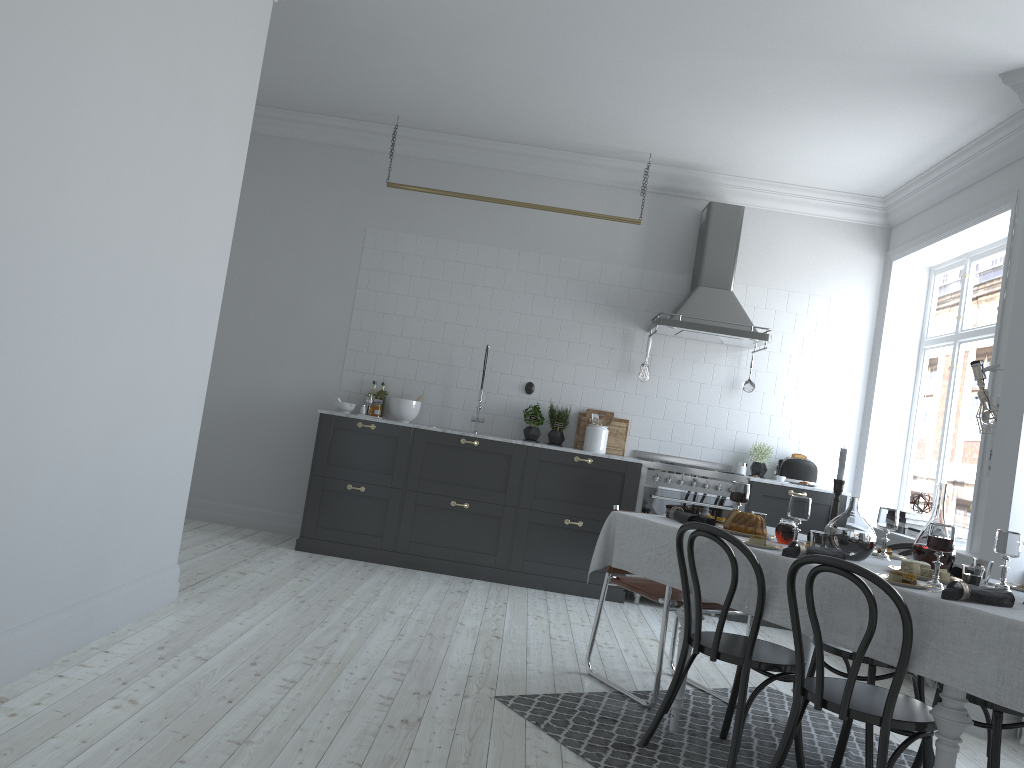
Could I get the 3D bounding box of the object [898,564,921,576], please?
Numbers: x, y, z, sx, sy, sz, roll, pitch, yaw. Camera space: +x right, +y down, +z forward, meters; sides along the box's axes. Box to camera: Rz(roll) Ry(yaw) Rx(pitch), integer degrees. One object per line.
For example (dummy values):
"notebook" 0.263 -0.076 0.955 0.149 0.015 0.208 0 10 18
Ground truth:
"object" 1.420 0.657 3.169 0.039 0.040 0.078 10 -3 -24

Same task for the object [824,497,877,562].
"object" 1.314 0.561 3.437 0.194 0.245 0.194 10 -2 -15

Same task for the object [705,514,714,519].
"object" 0.924 0.632 4.156 0.038 0.041 0.057 7 -3 35

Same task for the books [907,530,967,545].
"books" 2.690 0.967 5.590 0.254 0.019 0.337 9 -2 0

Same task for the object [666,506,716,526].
"object" 0.766 0.591 3.974 0.247 0.061 0.165 7 -3 41

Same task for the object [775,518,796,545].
"object" 1.145 0.617 3.700 0.091 0.101 0.091 11 -3 -43

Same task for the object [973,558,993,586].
"object" 1.735 0.696 3.277 0.066 0.094 0.066 8 -2 13

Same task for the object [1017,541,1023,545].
"object" 1.929 0.668 3.041 0.367 0.188 0.367 7 -3 43

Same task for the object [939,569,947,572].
"object" 1.550 0.691 3.240 0.039 0.040 0.077 10 -2 -19

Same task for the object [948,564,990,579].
"object" 1.770 0.729 3.496 0.165 0.061 0.247 7 -3 41

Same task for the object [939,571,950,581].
"object" 1.524 0.688 3.185 0.040 0.039 0.077 10 -3 -29

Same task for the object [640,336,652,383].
"object" 1.057 -0.199 6.954 0.074 0.381 0.076 10 -2 -18

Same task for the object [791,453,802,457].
"object" 2.227 0.597 6.917 0.107 0.110 0.010 9 -2 6

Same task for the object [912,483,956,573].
"object" 1.626 0.554 3.393 0.152 0.352 0.152 11 -3 -38

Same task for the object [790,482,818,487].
"object" 2.169 0.750 6.606 0.209 0.011 0.209 7 -3 39

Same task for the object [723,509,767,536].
"object" 1.008 0.603 3.831 0.191 0.105 0.164 8 -3 21

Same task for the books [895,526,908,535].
"books" 2.701 0.990 5.954 0.259 0.044 0.351 9 -2 3

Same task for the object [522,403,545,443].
"object" 0.163 0.298 6.945 0.172 0.311 0.179 8 -2 12

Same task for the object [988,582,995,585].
"object" 1.822 0.754 3.355 0.031 0.012 0.131 7 -3 44

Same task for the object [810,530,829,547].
"object" 1.170 0.612 3.395 0.066 0.094 0.066 9 -2 -10

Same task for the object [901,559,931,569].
"object" 1.470 0.672 3.234 0.100 0.056 0.056 8 -2 19

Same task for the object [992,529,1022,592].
"object" 1.797 0.644 3.229 0.083 0.215 0.083 9 -2 -3

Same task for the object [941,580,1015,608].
"object" 1.438 0.645 2.725 0.165 0.061 0.247 7 -3 41

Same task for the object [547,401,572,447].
"object" 0.359 0.299 6.927 0.196 0.367 0.186 11 -3 -44

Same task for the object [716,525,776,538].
"object" 1.011 0.645 3.835 0.251 0.018 0.251 9 -2 2

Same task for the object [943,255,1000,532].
"object" -8.380 -2.293 2.617 72.085 19.432 33.873 10 -3 -33

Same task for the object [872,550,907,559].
"object" 1.618 0.742 3.851 0.182 0.013 0.182 9 -2 2

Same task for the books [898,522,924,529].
"books" 2.698 0.952 5.967 0.259 0.031 0.328 9 -2 0

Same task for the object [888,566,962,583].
"object" 1.495 0.695 3.208 0.251 0.018 0.251 9 -2 2

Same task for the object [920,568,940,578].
"object" 1.477 0.677 3.151 0.077 0.040 0.040 8 -3 21

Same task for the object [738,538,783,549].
"object" 0.954 0.621 3.435 0.182 0.013 0.182 8 -2 16

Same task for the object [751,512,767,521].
"object" 1.104 0.626 3.986 0.066 0.094 0.066 9 -2 -10

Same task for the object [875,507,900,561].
"object" 1.569 0.628 3.718 0.083 0.215 0.083 9 -2 6

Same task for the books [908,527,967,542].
"books" 2.702 0.951 5.587 0.274 0.016 0.341 9 -2 3

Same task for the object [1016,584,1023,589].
"object" 1.922 0.754 3.316 0.039 0.040 0.078 10 -3 -24

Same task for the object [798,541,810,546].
"object" 1.186 0.652 3.590 0.031 0.031 0.167 7 -3 37

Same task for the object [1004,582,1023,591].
"object" 1.940 0.771 3.321 0.182 0.013 0.182 9 -2 2

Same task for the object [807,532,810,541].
"object" 1.445 0.699 4.015 0.165 0.061 0.247 7 -3 41

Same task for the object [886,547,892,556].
"object" 1.636 0.733 3.882 0.036 0.039 0.051 10 -3 -21

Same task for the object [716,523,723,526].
"object" 0.949 0.650 4.146 0.182 0.013 0.182 9 -2 2

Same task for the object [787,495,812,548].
"object" 1.118 0.547 3.472 0.083 0.215 0.083 9 -2 6

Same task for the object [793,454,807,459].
"object" 2.218 0.597 6.840 0.107 0.110 0.010 9 -2 6

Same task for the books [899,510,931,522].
"books" 2.715 0.889 5.971 0.259 0.038 0.325 9 -2 3

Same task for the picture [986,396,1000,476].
"picture" 2.732 0.290 4.904 0.003 0.457 0.311 9 -2 2

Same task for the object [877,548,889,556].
"object" 1.601 0.724 3.825 0.038 0.041 0.057 7 -3 43

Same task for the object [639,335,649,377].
"object" 1.060 -0.221 6.987 0.066 0.332 0.024 9 -2 6

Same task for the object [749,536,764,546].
"object" 0.945 0.606 3.426 0.057 0.037 0.021 9 -2 -8

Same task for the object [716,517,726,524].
"object" 0.974 0.640 4.132 0.036 0.039 0.051 7 -3 41

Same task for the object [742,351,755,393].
"object" 1.874 -0.095 6.957 0.101 0.331 0.030 8 -2 12

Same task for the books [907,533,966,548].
"books" 2.686 0.985 5.583 0.254 0.019 0.343 9 -2 2

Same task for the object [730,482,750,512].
"object" 1.029 0.557 4.037 0.083 0.215 0.083 9 -2 6

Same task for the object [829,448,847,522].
"object" 1.350 0.481 3.687 0.089 0.432 0.089 8 -3 24

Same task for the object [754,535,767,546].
"object" 0.963 0.610 3.454 0.057 0.037 0.021 8 -3 20

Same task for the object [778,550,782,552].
"object" 1.061 0.636 3.375 0.131 0.012 0.031 10 -3 -31

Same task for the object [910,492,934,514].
"object" 2.765 0.804 5.986 0.147 0.148 0.147 9 -2 -7

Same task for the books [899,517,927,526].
"books" 2.714 0.923 5.957 0.287 0.031 0.351 9 -2 2
